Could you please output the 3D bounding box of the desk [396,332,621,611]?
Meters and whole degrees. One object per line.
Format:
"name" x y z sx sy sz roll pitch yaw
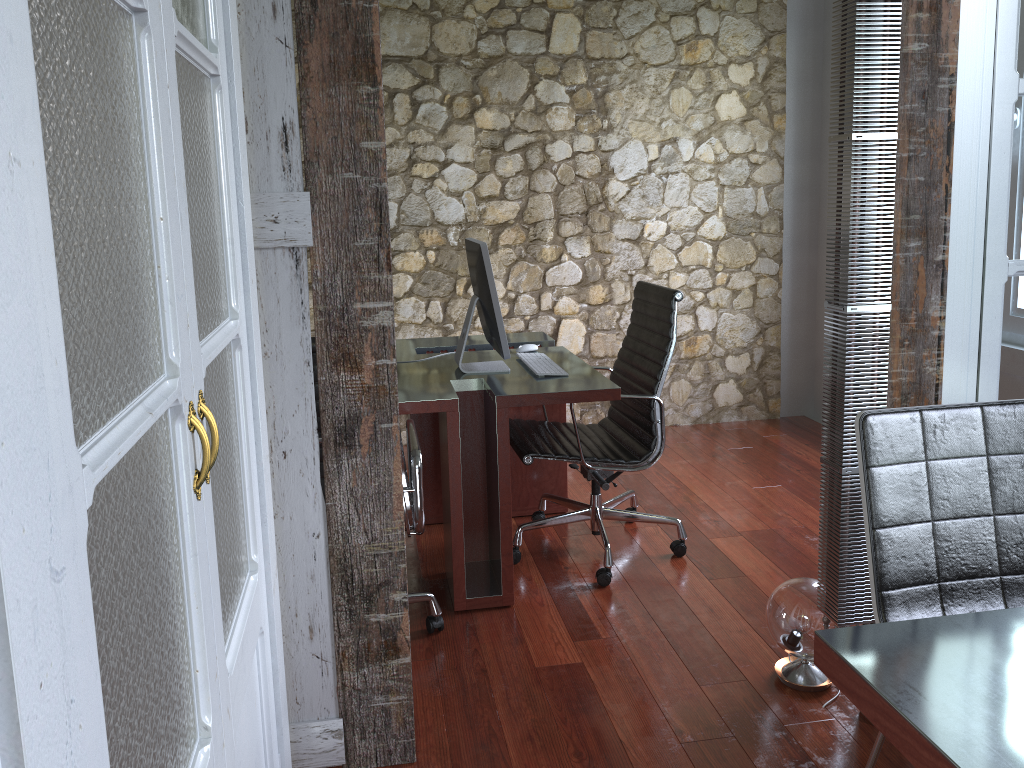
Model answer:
"desk" -0.970 0.316 3.435 2.508 0.721 1.312 -4 11 -9

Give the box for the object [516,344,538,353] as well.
"object" 0.061 -0.150 3.683 0.107 0.028 0.059 -12 15 -40

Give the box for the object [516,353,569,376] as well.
"object" 0.109 -0.077 3.364 0.118 0.017 0.443 -4 12 -9

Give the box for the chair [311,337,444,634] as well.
"chair" -0.552 0.321 2.670 0.666 1.014 0.705 -4 10 -15

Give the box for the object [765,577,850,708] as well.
"object" 0.830 0.726 2.484 0.221 0.380 0.236 -7 11 -31

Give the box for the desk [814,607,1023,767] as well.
"desk" 1.356 0.850 0.775 1.446 0.648 1.728 -3 12 -9

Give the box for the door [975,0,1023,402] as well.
"door" 1.676 -0.243 2.263 1.161 2.163 0.041 -3 9 -9

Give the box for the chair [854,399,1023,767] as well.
"chair" 0.972 0.548 1.642 0.475 0.911 0.607 -3 10 -9

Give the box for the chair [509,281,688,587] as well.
"chair" 0.299 0.148 3.374 0.699 1.014 0.671 -3 10 -5

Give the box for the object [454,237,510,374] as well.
"object" -0.121 -0.297 3.317 0.190 0.481 0.488 -3 11 -9

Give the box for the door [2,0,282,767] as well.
"door" -0.406 0.063 1.092 0.041 2.161 1.066 -3 10 -9
